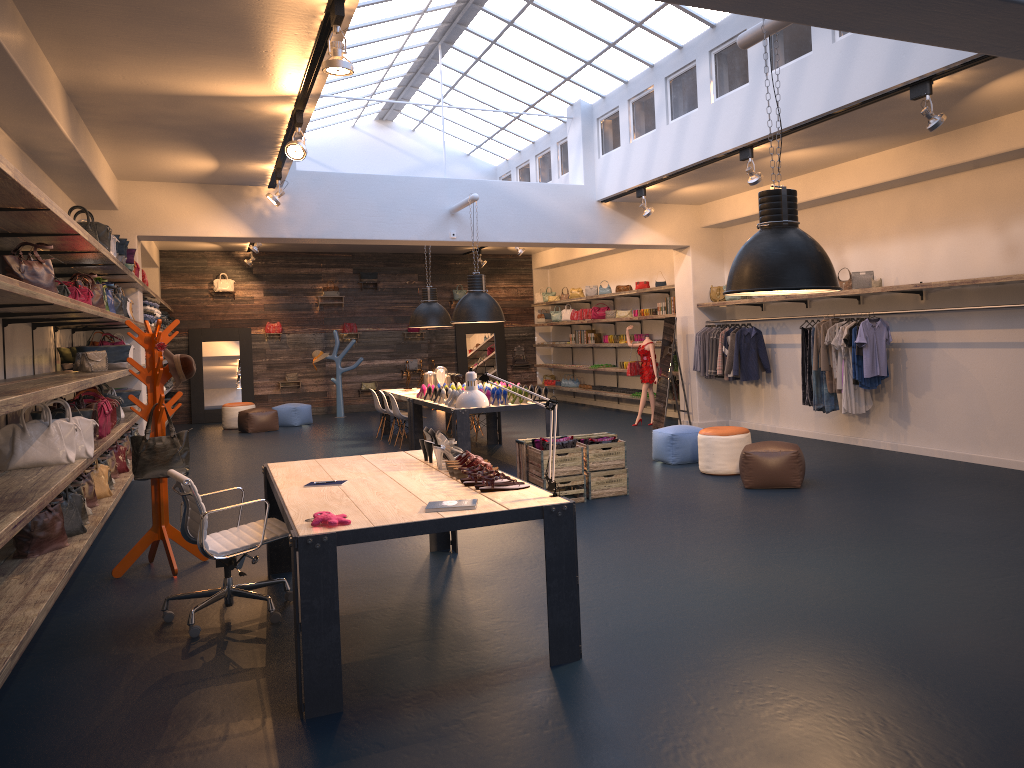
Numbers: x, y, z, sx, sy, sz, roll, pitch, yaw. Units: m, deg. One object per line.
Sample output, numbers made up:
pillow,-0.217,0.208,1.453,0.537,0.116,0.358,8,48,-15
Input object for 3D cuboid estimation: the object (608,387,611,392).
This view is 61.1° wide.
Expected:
object,2.006,0.105,17.337,0.198,0.088,0.061,-3,1,-24

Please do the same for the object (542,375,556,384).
object,0.894,-0.115,20.779,0.360,0.234,0.205,-2,1,10

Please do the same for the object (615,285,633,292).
object,2.145,-1.808,16.452,0.374,0.141,0.388,-2,3,-10

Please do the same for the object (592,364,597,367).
object,1.733,-0.374,17.694,0.250,0.063,0.078,-3,2,-20

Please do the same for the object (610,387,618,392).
object,2.027,0.107,17.275,0.198,0.088,0.061,-3,1,-24

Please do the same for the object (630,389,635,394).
object,2.319,0.143,16.419,0.187,0.088,0.065,-2,1,-2

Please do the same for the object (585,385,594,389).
object,1.656,0.065,18.309,0.228,0.083,0.217,-4,3,-32

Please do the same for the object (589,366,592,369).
object,1.663,-0.345,17.709,0.252,0.058,0.077,-3,2,-29

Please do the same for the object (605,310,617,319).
object,1.955,-1.369,17.063,0.250,0.175,0.111,-1,1,29

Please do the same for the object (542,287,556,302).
object,0.863,-2.076,20.226,0.349,0.367,0.185,-1,0,20

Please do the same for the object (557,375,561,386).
object,1.135,-0.095,19.870,0.203,0.280,0.058,-2,0,-3

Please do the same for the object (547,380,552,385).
object,0.931,-0.038,20.369,0.214,0.118,0.092,-2,1,10

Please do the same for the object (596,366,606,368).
object,1.768,-0.331,17.379,0.252,0.058,0.077,-3,2,-29

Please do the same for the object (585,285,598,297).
object,1.641,-1.910,17.837,0.262,0.230,0.082,-1,0,19

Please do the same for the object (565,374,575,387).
object,1.297,-0.075,19.292,0.267,0.282,0.099,-2,0,11

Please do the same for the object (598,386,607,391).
object,1.857,0.087,17.773,0.198,0.088,0.061,-3,1,-24

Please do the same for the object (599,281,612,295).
object,1.849,-1.913,17.246,0.267,0.282,0.099,-2,0,11

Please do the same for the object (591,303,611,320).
object,1.790,-1.468,17.551,0.370,0.337,0.279,-3,1,-33

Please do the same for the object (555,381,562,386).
object,1.093,-0.100,19.985,0.197,0.280,0.060,-2,0,6

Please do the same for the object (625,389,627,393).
object,2.256,0.135,16.604,0.191,0.088,0.064,-2,1,-8

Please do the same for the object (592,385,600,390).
object,1.752,0.074,18.081,0.198,0.088,0.061,-3,1,-24

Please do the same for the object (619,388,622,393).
object,2.170,0.125,16.857,0.180,0.088,0.068,-1,1,12

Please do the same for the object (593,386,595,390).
object,1.773,0.076,18.021,0.198,0.088,0.061,-3,1,-24

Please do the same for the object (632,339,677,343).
object,2.616,-0.759,15.419,0.512,0.060,1.429,-3,3,-19

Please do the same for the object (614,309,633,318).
object,2.115,-1.347,16.583,0.346,0.175,0.242,-1,2,19

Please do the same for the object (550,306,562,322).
object,1.032,-1.587,19.574,0.349,0.367,0.185,-1,0,20

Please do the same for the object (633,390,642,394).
object,2.361,0.148,16.298,0.184,0.088,0.066,-2,1,4

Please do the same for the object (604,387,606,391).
object,1.943,0.097,17.523,0.198,0.088,0.061,-3,1,-24

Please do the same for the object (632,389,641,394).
object,2.340,0.146,16.359,0.186,0.088,0.066,-2,1,0

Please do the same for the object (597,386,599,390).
object,1.836,0.084,17.835,0.198,0.088,0.061,-3,1,-24

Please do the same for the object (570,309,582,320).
object,1.403,-1.479,18.531,0.316,0.254,0.147,-1,1,27

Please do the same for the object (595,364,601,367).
object,1.789,-0.368,17.533,0.248,0.064,0.081,-3,2,-18

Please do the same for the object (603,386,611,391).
object,1.922,0.095,17.583,0.198,0.088,0.061,-3,1,-24

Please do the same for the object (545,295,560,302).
object,0.924,-1.964,19.951,0.338,0.174,0.247,-1,2,30

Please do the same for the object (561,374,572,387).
object,1.230,-0.082,19.472,0.272,0.283,0.097,-2,0,5

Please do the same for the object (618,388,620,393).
object,2.150,0.122,16.918,0.182,0.088,0.067,-2,1,7

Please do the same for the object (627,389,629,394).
object,2.276,0.138,16.545,0.192,0.088,0.064,-2,1,-10

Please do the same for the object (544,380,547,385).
object,0.866,-0.046,20.560,0.214,0.118,0.092,-2,1,10

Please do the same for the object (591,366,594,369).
object,1.698,-0.342,17.628,0.252,0.058,0.077,-3,2,-29

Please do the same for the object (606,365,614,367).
object,1.931,-0.340,17.456,0.252,0.058,0.077,-3,2,-29

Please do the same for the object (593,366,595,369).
object,1.713,-0.337,17.541,0.252,0.058,0.077,-3,2,-29

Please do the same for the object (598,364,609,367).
object,1.844,-0.365,17.459,0.249,0.067,0.080,-3,2,-18

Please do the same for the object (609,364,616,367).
object,2.008,-0.375,17.536,0.257,0.067,0.077,-5,3,-44

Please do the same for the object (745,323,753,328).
object,3.446,-0.842,12.628,0.460,0.219,0.009,-3,0,-25

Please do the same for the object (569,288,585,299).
object,1.375,-1.938,18.496,0.345,0.234,0.213,-1,1,27

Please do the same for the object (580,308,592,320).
object,1.541,-1.456,18.014,0.293,0.250,0.146,-1,1,40

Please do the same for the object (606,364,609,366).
object,1.952,-0.376,17.609,0.078,0.073,0.256,0,3,45

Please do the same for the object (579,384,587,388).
object,1.553,0.043,18.798,0.219,0.083,0.228,-2,3,-10

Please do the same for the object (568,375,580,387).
object,1.366,-0.067,19.113,0.267,0.282,0.099,-2,0,11

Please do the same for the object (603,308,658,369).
object,2.260,-0.831,16.599,0.483,1.135,2.527,-2,2,-19

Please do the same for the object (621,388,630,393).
object,2.190,0.127,16.797,0.178,0.088,0.069,-1,1,17

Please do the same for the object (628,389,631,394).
object,2.298,0.140,16.482,0.187,0.088,0.065,-2,1,-2

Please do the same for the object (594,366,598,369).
object,1.754,-0.335,17.467,0.252,0.058,0.077,-3,2,-29

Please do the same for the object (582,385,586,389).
object,1.616,0.054,18.558,0.228,0.083,0.217,-4,3,-32

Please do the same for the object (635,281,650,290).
object,2.359,-1.780,15.696,0.269,0.149,0.117,-1,1,11

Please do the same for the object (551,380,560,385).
object,1.016,-0.031,20.191,0.213,0.118,0.093,-1,1,11

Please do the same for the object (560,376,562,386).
object,1.177,-0.090,19.739,0.197,0.280,0.060,-2,0,6
